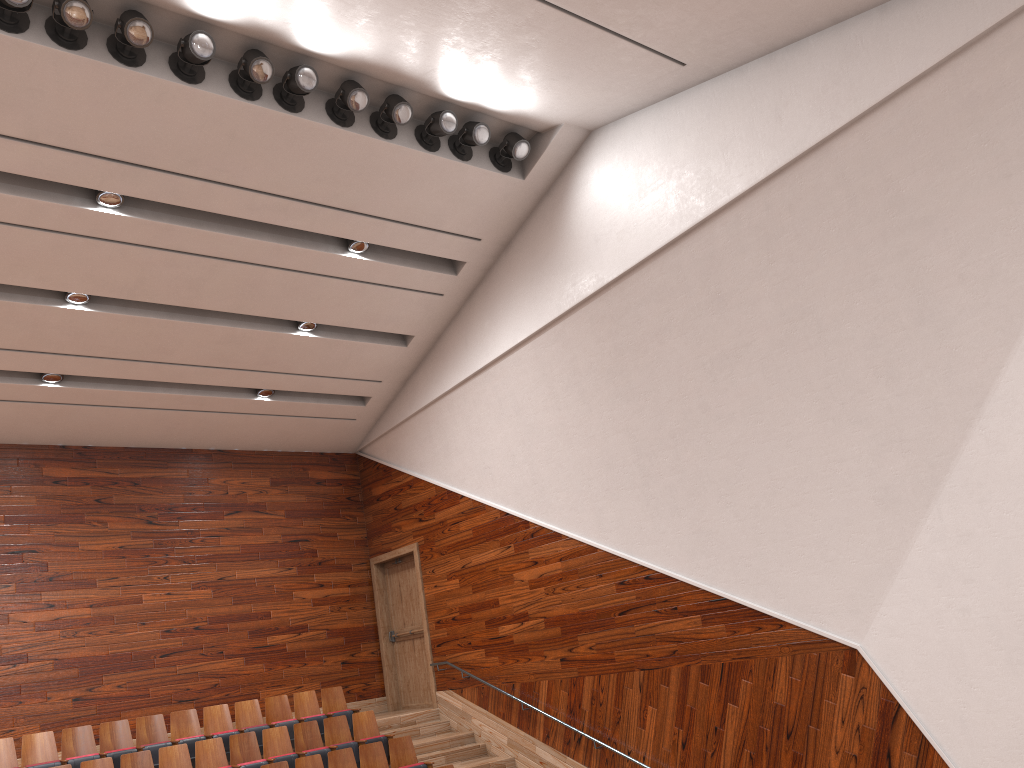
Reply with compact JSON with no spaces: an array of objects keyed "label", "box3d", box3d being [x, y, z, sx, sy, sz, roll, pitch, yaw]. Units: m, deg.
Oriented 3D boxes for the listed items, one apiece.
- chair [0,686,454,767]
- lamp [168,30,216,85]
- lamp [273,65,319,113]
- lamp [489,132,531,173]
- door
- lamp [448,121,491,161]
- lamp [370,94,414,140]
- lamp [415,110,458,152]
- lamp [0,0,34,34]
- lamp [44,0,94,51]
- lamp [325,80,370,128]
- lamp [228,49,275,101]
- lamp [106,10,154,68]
[{"label":"chair","box3d":[-0.425,0.409,0.469,1.186,0.363,0.791,5,-20,-38]},{"label":"lamp","box3d":[-0.260,-0.271,0.720,0.031,0.030,0.045,2,-18,-38]},{"label":"lamp","box3d":[-0.189,-0.264,0.776,0.031,0.030,0.045,2,-18,-38]},{"label":"lamp","box3d":[0.000,-0.247,0.926,0.031,0.031,0.046,2,-18,-38]},{"label":"door","box3d":[-0.155,0.367,1.315,0.024,0.234,0.143,-1,-14,-38]},{"label":"lamp","box3d":[-0.041,-0.251,0.893,0.031,0.030,0.046,2,-18,-38]},{"label":"lamp","box3d":[-0.112,-0.258,0.837,0.031,0.031,0.046,2,-18,-38]},{"label":"lamp","box3d":[-0.073,-0.253,0.868,0.031,0.030,0.045,2,-18,-38]},{"label":"lamp","box3d":[-0.363,-0.281,0.638,0.031,0.030,0.046,2,-18,-38]},{"label":"lamp","box3d":[-0.331,-0.278,0.663,0.031,0.031,0.046,2,-18,-38]},{"label":"lamp","box3d":[-0.148,-0.261,0.808,0.031,0.031,0.046,2,-18,-38]},{"label":"lamp","box3d":[-0.220,-0.268,0.751,0.031,0.031,0.046,2,-18,-38]},{"label":"lamp","box3d":[-0.297,-0.275,0.690,0.031,0.031,0.046,2,-18,-38]}]
